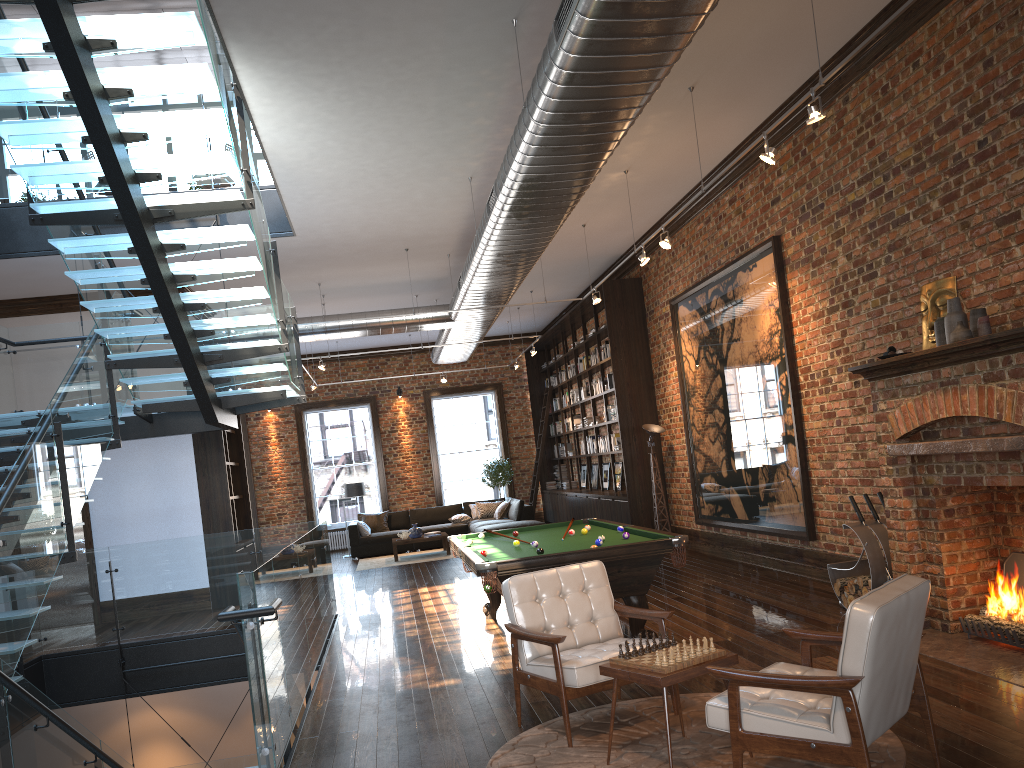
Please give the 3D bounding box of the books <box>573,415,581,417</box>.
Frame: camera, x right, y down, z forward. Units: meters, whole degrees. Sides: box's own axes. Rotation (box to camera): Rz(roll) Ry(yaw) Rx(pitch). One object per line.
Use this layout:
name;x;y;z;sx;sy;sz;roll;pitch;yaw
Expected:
books;1.332;0.791;18.037;0.162;0.305;0.006;-7;0;-8

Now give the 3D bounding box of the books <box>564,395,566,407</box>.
books;1.177;0.366;18.613;0.174;0.282;0.113;-7;-1;-8

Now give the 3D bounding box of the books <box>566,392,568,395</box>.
books;1.220;0.312;18.261;0.171;0.315;0.014;-7;0;-8

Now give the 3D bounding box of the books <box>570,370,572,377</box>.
books;1.258;-0.192;17.632;0.176;0.184;0.035;-6;0;-8

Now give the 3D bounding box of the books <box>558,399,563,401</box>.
books;1.097;0.444;19.181;0.166;0.249;0.079;-6;-1;-8

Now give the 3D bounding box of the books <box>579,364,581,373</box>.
books;1.372;-0.288;16.847;0.172;0.211;0.057;-6;-1;-8

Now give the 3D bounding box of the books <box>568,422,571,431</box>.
books;1.273;0.879;18.402;0.186;0.207;0.017;-6;0;-8

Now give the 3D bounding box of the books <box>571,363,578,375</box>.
books;1.273;-0.259;17.491;0.175;0.288;0.030;-7;0;-8

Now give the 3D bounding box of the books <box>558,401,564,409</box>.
books;1.094;0.462;19.160;0.185;0.210;0.069;-6;-1;-8

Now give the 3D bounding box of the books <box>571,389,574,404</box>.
books;1.292;0.261;17.769;0.183;0.313;0.013;-7;0;-8

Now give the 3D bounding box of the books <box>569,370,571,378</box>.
books;1.237;-0.192;17.688;0.187;0.200;0.030;-6;0;-8

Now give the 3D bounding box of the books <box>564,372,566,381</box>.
books;1.167;-0.142;18.202;0.178;0.208;0.034;-6;0;-8

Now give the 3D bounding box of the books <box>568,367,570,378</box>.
books;1.233;-0.220;17.752;0.191;0.266;0.016;-6;0;-8

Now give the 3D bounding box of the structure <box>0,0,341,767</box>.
structure;-3.302;0.705;6.533;3.571;14.475;7.067;-7;-1;-9

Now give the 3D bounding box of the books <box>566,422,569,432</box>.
books;1.240;0.891;18.454;0.235;0.202;0.046;-6;0;-8

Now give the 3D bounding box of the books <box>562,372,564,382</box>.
books;1.139;-0.136;18.496;0.178;0.254;0.036;-6;0;-8

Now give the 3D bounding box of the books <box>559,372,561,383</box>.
books;1.104;-0.126;18.712;0.187;0.279;0.028;-6;0;-8

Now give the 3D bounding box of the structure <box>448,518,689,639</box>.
structure;0.354;1.720;7.623;1.550;0.849;2.970;-6;-5;-9

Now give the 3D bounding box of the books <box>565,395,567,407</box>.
books;1.199;0.358;18.411;0.174;0.256;0.027;-6;0;-8

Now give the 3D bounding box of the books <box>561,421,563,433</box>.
books;1.157;0.925;19.154;0.164;0.277;0.013;-7;0;-8

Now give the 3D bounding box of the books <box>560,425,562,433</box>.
books;1.143;0.978;19.262;0.175;0.195;0.031;-6;0;-8

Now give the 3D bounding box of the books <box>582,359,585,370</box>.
books;1.411;-0.344;16.441;0.191;0.239;0.008;-6;0;-8

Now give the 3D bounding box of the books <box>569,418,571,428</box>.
books;1.286;0.824;18.228;0.183;0.283;0.011;-7;0;-8

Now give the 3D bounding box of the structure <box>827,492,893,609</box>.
structure;2.903;1.319;6.958;0.537;0.918;0.930;-7;-3;-8

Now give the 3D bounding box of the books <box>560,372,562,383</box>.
books;1.116;-0.133;18.618;0.183;0.274;0.013;-6;0;-8

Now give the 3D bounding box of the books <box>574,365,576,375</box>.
books;1.307;-0.258;17.300;0.168;0.248;0.072;-6;-1;-8

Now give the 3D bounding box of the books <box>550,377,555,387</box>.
books;0.970;-0.031;19.444;0.234;0.252;0.028;-6;0;-8

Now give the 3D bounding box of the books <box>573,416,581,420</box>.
books;1.315;0.801;18.020;0.188;0.287;0.013;-7;0;-8

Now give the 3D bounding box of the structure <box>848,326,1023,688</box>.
structure;2.913;0.702;5.527;0.886;1.903;2.007;-7;-3;-9

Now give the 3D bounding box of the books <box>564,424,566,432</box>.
books;1.198;0.933;18.831;0.191;0.195;0.034;-6;0;-8

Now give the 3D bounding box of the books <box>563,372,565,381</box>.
books;1.150;-0.139;18.390;0.156;0.237;0.034;-7;0;-8

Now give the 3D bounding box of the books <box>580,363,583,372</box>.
books;1.378;-0.299;16.682;0.193;0.202;0.027;-6;0;-8

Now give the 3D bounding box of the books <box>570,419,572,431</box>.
books;1.290;0.835;18.171;0.183;0.251;0.015;-6;0;-8

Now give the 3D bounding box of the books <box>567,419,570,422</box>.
books;1.254;0.862;18.501;0.177;0.264;0.042;-6;0;-8

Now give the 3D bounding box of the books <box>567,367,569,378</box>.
books;1.212;-0.205;17.919;0.172;0.273;0.059;-7;0;-8

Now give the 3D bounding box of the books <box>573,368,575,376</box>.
books;1.298;-0.224;17.383;0.166;0.194;0.030;-6;0;-8

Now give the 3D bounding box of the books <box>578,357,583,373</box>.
books;1.358;-0.344;16.860;0.186;0.328;0.069;-7;0;-8

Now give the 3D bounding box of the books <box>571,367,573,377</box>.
books;1.267;-0.222;17.536;0.172;0.225;0.030;-6;0;-8

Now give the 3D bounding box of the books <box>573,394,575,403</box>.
books;1.312;0.300;17.693;0.182;0.217;0.034;-6;0;-8

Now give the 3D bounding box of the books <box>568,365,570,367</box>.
books;1.228;-0.232;17.884;0.166;0.315;0.016;-7;0;-8

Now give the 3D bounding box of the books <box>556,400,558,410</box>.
books;1.067;0.458;19.304;0.188;0.246;0.005;-6;0;-8

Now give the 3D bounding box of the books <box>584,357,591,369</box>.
books;1.438;-0.365;16.320;0.190;0.254;0.062;-6;0;-8

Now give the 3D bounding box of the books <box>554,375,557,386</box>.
books;1.015;-0.069;19.236;0.190;0.279;0.017;-6;0;-8

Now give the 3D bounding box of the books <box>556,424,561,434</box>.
books;1.100;0.982;19.423;0.231;0.224;0.024;-6;0;-8

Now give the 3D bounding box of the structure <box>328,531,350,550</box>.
structure;-3.579;3.452;19.797;1.299;0.395;0.216;-6;-1;-8

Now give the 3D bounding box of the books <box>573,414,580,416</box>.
books;1.331;0.779;18.043;0.161;0.331;0.006;-7;0;-8

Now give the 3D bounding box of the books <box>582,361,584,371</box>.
books;1.411;-0.332;16.597;0.161;0.244;0.032;-6;0;-8

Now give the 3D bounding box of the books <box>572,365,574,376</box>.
books;1.281;-0.246;17.438;0.185;0.253;0.030;-6;0;-8

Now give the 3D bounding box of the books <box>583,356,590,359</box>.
books;1.422;-0.372;16.469;0.180;0.298;0.009;-7;0;-8

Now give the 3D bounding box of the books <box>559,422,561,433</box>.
books;1.133;0.953;19.358;0.180;0.263;0.015;-6;0;-8

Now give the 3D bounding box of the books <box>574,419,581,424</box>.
books;1.343;0.821;17.971;0.147;0.232;0.036;-7;0;-8

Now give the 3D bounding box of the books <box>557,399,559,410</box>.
books;1.082;0.445;19.225;0.183;0.254;0.046;-6;0;-8

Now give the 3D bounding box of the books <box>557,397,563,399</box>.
books;1.086;0.433;19.253;0.190;0.281;0.006;-6;0;-8

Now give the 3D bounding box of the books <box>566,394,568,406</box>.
books;1.215;0.341;18.393;0.158;0.283;0.015;-7;0;-8

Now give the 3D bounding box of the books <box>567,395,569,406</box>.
books;1.230;0.346;18.236;0.181;0.242;0.036;-6;0;-8

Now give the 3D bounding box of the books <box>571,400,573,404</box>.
books;1.284;0.312;17.833;0.191;0.226;0.025;-6;0;-8
